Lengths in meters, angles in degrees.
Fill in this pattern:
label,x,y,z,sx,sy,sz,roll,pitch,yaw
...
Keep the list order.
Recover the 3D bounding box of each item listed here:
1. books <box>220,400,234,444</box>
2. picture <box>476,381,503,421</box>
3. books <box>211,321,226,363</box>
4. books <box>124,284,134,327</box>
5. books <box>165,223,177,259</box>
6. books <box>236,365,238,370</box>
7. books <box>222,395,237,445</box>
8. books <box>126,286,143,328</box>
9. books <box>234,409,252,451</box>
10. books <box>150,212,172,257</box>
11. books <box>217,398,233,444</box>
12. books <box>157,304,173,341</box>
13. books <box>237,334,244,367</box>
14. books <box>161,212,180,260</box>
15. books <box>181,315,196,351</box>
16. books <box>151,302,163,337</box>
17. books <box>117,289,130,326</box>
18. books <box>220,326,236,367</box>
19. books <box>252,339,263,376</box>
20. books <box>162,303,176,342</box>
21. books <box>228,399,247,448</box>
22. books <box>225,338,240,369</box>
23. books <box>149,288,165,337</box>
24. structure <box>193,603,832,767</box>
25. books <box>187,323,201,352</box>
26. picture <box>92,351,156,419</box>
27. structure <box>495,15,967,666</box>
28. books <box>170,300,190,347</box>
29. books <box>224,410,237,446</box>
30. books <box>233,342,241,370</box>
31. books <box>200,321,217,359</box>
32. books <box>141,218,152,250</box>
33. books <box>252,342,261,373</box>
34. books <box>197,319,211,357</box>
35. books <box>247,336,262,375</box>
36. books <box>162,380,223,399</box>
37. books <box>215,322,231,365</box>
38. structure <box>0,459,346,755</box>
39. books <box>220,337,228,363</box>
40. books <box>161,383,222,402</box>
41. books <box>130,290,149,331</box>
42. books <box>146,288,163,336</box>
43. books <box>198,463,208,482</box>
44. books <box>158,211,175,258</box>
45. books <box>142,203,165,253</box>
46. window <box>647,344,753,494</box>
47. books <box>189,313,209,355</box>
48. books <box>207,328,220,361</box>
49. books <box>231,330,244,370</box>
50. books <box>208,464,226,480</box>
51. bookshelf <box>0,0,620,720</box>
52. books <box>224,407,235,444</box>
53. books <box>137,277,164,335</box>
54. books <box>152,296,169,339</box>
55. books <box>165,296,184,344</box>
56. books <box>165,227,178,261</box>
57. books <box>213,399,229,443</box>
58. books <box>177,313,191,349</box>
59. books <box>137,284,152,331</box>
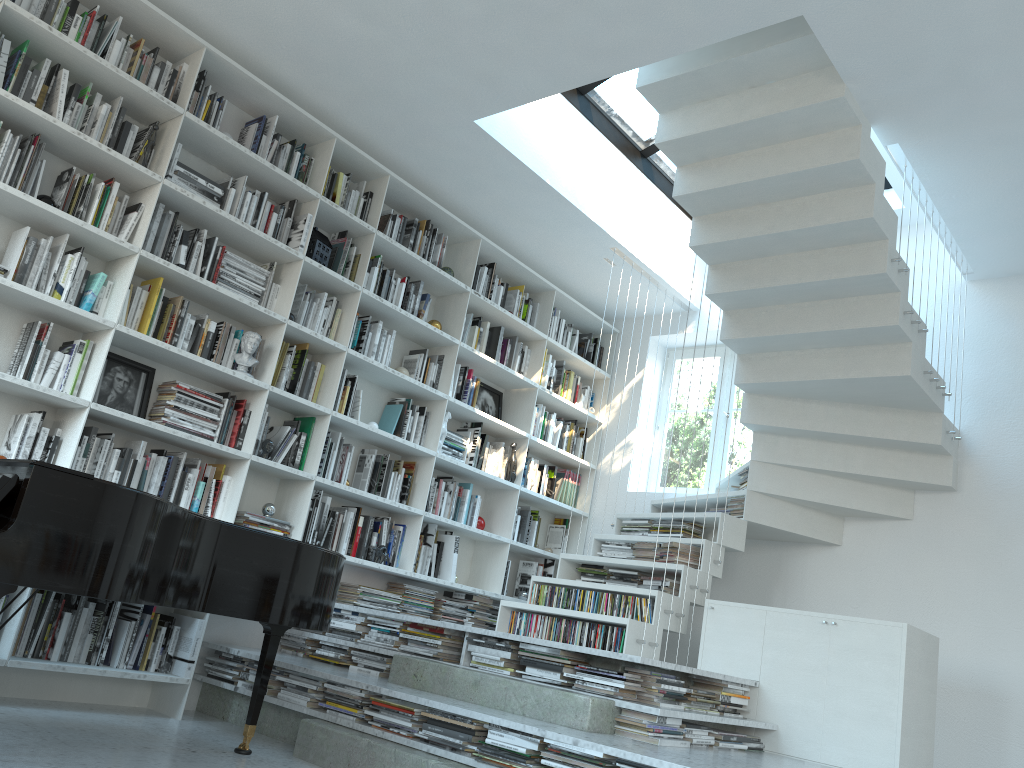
label,x,y,z,sx,sy,sz,roll,pitch,yaw
books,-1.509,0.210,4.549,0.163,0.255,0.013,-3,-21,40
picture,-0.172,0.156,6.214,0.077,0.299,0.301,-3,-21,40
books,-1.538,-0.194,4.494,0.186,0.244,0.012,-3,-21,40
books,-1.848,-0.346,4.174,0.162,0.241,0.043,-3,-21,40
books,-1.719,-0.667,4.342,0.153,0.251,0.011,-3,-21,40
books,-1.464,-0.134,4.644,0.103,0.241,0.021,-3,-21,40
books,-1.498,0.199,4.562,0.152,0.287,0.011,-3,-21,40
books,-1.833,-0.337,4.205,0.139,0.247,0.026,-3,-21,40
books,-1.445,0.247,4.587,0.199,0.228,0.034,-3,-21,40
books,-1.744,-0.693,4.294,0.185,0.265,0.025,-3,-21,40
books,-1.514,0.200,4.526,0.184,0.260,0.012,-3,-21,40
books,-1.725,-0.276,4.307,0.169,0.227,0.012,-3,-21,40
books,-1.434,-0.136,4.651,0.130,0.259,0.025,-3,-21,40
books,-1.720,-0.693,4.339,0.179,0.299,0.011,-3,-21,40
books,-1.651,-0.229,4.394,0.168,0.214,0.030,-3,-21,40
books,-1.764,-0.291,4.283,0.147,0.228,0.024,-3,-21,40
books,-1.853,-0.337,4.148,0.156,0.208,0.053,-3,-21,40
books,-1.502,-0.170,4.577,0.126,0.258,0.024,-3,-21,40
books,-1.397,-0.112,4.715,0.107,0.264,0.023,-3,-21,40
books,-1.718,-0.273,4.327,0.137,0.235,0.026,-3,-21,40
books,-1.462,0.217,4.584,0.186,0.278,0.011,-3,-21,40
books,-1.488,-0.134,4.589,0.149,0.201,0.035,-3,-21,40
books,-1.753,-0.322,4.263,0.170,0.280,0.010,-3,-21,40
structure,0.389,1.698,4.498,3.113,0.657,2.908,-3,-21,40
books,-1.637,-0.208,4.428,0.145,0.198,0.050,-3,-21,40
picture,-1.863,0.017,4.214,0.077,0.299,0.301,-3,-21,40
structure,1.069,0.127,4.806,1.955,3.371,2.621,-3,-21,40
books,-1.675,-0.276,4.345,0.190,0.267,0.028,-3,-21,40
books,-1.491,0.242,4.576,0.132,0.216,0.021,-3,-21,40
books,-1.467,-0.123,4.618,0.145,0.205,0.012,-3,-21,40
books,-1.577,-0.200,4.461,0.185,0.223,0.029,-3,-21,40
books,-1.808,-0.696,4.258,0.147,0.227,0.027,-3,-21,40
books,-1.403,-0.117,4.697,0.137,0.260,0.014,-3,-21,40
books,-1.596,-0.211,4.456,0.175,0.233,0.010,-3,-21,40
books,-1.402,-0.125,4.680,0.154,0.265,0.014,-3,-21,40
books,-1.600,0.034,4.440,0.161,0.012,0.254,-5,-23,44
books,-1.523,-0.186,4.538,0.150,0.258,0.025,-3,-21,40
structure,-1.349,0.814,2.960,1.335,0.830,1.924,-3,-21,40
books,-1.526,-0.153,4.558,0.114,0.206,0.022,-3,-21,40
books,-1.604,0.046,4.438,0.161,0.012,0.255,-2,-21,37
books,-1.812,-0.325,4.220,0.155,0.239,0.029,-3,-21,40
books,-1.757,-0.324,4.236,0.189,0.266,0.015,-3,-21,40
books,-1.600,0.532,4.437,0.132,0.283,0.010,-3,-21,40
books,-1.738,-0.697,4.329,0.151,0.294,0.029,-3,-21,40
books,-1.771,-0.720,4.275,0.179,0.296,0.026,-3,-21,40
window,1.543,0.271,6.511,1.118,1.222,0.042,-3,-21,40
books,-1.604,-0.226,4.453,0.161,0.258,0.014,-3,-21,40
books,-1.562,-0.179,4.480,0.178,0.200,0.029,-3,-21,40
books,-1.474,-0.154,4.620,0.135,0.262,0.014,-3,-21,40
books,-1.536,0.553,4.498,0.149,0.299,0.011,-3,-21,40
bookshelf,-1.502,0.029,4.466,0.330,3.132,6.315,-3,-21,40
books,-1.501,0.229,4.567,0.134,0.232,0.013,-3,-21,40
books,-1.761,-0.352,4.233,0.188,0.316,0.014,-3,-21,40
books,-1.750,-0.296,4.310,0.134,0.258,0.028,-3,-21,40
books,-1.697,-0.290,4.342,0.177,0.283,0.013,-3,-21,40
books,-1.714,-0.654,4.348,0.147,0.232,0.014,-3,-21,40
books,-1.524,0.199,4.519,0.161,0.253,0.012,-3,-21,40
books,-1.667,-0.239,4.374,0.175,0.216,0.024,-3,-21,40
books,-1.805,-0.338,4.248,0.136,0.283,0.010,-3,-21,40
